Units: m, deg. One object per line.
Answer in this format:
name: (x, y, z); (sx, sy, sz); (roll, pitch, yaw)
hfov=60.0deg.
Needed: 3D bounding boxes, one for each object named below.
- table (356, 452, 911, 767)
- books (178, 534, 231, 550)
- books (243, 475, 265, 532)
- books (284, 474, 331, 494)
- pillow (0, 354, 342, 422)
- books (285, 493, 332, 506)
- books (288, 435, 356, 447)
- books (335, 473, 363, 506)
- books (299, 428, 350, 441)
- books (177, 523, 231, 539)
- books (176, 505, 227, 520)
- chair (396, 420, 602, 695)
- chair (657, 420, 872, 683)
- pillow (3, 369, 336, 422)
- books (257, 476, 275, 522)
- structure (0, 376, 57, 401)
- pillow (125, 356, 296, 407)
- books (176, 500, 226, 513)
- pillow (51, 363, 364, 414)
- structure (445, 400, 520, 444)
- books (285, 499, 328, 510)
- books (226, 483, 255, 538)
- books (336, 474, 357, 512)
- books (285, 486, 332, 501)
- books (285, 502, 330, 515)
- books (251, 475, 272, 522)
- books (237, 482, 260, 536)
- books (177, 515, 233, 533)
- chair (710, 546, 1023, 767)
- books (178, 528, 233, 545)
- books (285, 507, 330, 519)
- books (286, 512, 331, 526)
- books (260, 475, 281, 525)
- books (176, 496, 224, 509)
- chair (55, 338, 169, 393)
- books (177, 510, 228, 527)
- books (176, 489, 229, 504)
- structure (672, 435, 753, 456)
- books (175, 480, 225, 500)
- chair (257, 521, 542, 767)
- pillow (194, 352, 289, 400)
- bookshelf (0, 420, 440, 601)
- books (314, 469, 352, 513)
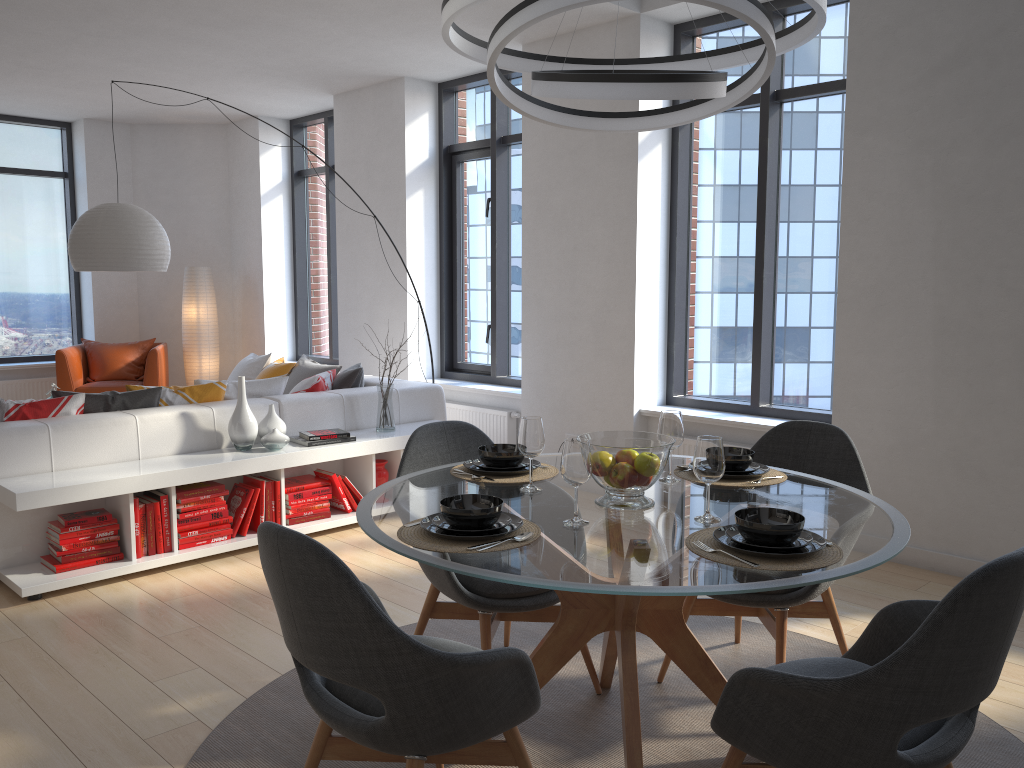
table: (0.316, 0.715, 2.574); (1.499, 0.764, 1.499); (5, 8, 34)
books: (-1.617, 0.789, 4.546); (0.274, 0.029, 0.200); (-6, 9, -44)
books: (-1.381, 0.641, 4.742); (0.046, 0.282, 0.199); (-6, 9, -44)
books: (-1.210, 0.563, 4.990); (0.301, 0.032, 0.227); (-6, 9, -44)
pillow: (-2.201, 0.151, 5.318); (0.647, 0.453, 2.953); (4, 8, 33)
books: (-1.175, 0.633, 4.975); (0.261, 0.027, 0.191); (-5, 9, -40)
books: (-1.079, 0.311, 5.042); (0.300, 0.026, 0.245); (-5, 8, -39)
books: (-0.953, 0.623, 5.173); (0.186, 0.223, 0.188); (-6, 9, -44)
books: (-1.063, 0.287, 5.020); (0.238, 0.027, 0.188); (-4, 8, -31)
books: (-1.606, 0.735, 4.531); (0.187, 0.026, 0.266); (7, 9, 45)
books: (-1.624, 0.638, 4.532); (0.191, 0.027, 0.261); (6, 9, 41)
chair: (-0.074, 0.605, 3.046); (0.655, 0.891, 0.619); (-5, 8, -38)
chair: (0.890, 0.602, 3.082); (0.619, 0.891, 0.655); (-6, 9, -43)
pillow: (-1.900, 0.200, 5.153); (0.575, 0.449, 2.250); (6, 9, 43)
books: (-1.337, 0.643, 4.796); (0.028, 0.266, 0.188); (-6, 9, -44)
structure: (-4.962, 0.202, 8.453); (1.474, 0.460, 0.110); (-6, 9, -44)
pillow: (-1.904, 0.104, 5.905); (0.630, 0.440, 2.095); (0, 7, 2)
books: (-1.614, 0.612, 4.532); (0.236, 0.023, 0.178); (-6, 9, -44)
pillow: (-1.672, 0.148, 5.383); (0.608, 0.436, 2.120); (6, 9, 41)
structure: (-0.298, 0.392, 6.836); (0.110, 0.460, 1.015); (-6, 9, -44)
books: (-1.178, 0.659, 4.968); (0.236, 0.023, 0.178); (-6, 9, -44)
books: (-1.461, 0.664, 4.676); (0.144, 0.247, 0.188); (-6, 9, -44)
books: (-0.993, 0.621, 5.134); (0.148, 0.232, 0.171); (-6, 9, -42)
books: (-1.188, 0.599, 4.981); (0.206, 0.039, 0.279); (6, 9, 44)
books: (-1.183, 0.682, 4.978); (0.257, 0.025, 0.182); (-6, 9, -44)
books: (-1.365, 0.642, 4.781); (0.038, 0.270, 0.215); (-6, 9, -44)
books: (-1.426, 0.662, 4.700); (0.115, 0.245, 0.192); (-6, 9, -44)
books: (-1.629, 0.704, 4.556); (0.301, 0.032, 0.227); (-6, 9, -44)
chair: (0.767, 0.731, 1.947); (0.655, 0.891, 0.619); (-5, 8, -38)
books: (-1.602, 0.762, 4.533); (0.282, 0.030, 0.188); (-6, 9, -43)
books: (-1.185, 0.708, 4.969); (0.266, 0.026, 0.187); (-5, 8, -39)
books: (-1.185, 0.736, 4.985); (0.259, 0.034, 0.206); (-6, 9, -41)
books: (-1.307, 0.640, 4.804); (0.028, 0.269, 0.181); (-6, 9, -44)
books: (-1.633, 0.590, 4.522); (0.257, 0.025, 0.182); (-6, 9, -44)
chair: (-3.751, 0.001, 8.455); (0.896, 0.858, 0.843); (-1, 7, -12)
books: (-1.634, 0.669, 4.549); (0.279, 0.039, 0.206); (-6, 9, -43)
books: (-1.615, 0.564, 4.528); (0.187, 0.026, 0.266); (5, 8, 40)
structure: (1.312, 0.580, 5.206); (0.110, 0.460, 1.015); (-6, 9, -44)
books: (-1.633, 0.535, 4.518); (0.206, 0.034, 0.259); (6, 9, 42)
chair: (-0.258, 0.715, 2.078); (0.619, 0.891, 0.655); (-6, 9, -43)
pillow: (-1.938, 0.050, 6.218); (0.580, 0.456, 2.156); (-2, 7, -18)
bookshelf: (-1.314, 0.599, 4.839); (2.600, 0.500, 0.356); (-6, 9, -44)
books: (-1.031, 0.615, 5.105); (0.134, 0.248, 0.192); (-6, 9, -44)
